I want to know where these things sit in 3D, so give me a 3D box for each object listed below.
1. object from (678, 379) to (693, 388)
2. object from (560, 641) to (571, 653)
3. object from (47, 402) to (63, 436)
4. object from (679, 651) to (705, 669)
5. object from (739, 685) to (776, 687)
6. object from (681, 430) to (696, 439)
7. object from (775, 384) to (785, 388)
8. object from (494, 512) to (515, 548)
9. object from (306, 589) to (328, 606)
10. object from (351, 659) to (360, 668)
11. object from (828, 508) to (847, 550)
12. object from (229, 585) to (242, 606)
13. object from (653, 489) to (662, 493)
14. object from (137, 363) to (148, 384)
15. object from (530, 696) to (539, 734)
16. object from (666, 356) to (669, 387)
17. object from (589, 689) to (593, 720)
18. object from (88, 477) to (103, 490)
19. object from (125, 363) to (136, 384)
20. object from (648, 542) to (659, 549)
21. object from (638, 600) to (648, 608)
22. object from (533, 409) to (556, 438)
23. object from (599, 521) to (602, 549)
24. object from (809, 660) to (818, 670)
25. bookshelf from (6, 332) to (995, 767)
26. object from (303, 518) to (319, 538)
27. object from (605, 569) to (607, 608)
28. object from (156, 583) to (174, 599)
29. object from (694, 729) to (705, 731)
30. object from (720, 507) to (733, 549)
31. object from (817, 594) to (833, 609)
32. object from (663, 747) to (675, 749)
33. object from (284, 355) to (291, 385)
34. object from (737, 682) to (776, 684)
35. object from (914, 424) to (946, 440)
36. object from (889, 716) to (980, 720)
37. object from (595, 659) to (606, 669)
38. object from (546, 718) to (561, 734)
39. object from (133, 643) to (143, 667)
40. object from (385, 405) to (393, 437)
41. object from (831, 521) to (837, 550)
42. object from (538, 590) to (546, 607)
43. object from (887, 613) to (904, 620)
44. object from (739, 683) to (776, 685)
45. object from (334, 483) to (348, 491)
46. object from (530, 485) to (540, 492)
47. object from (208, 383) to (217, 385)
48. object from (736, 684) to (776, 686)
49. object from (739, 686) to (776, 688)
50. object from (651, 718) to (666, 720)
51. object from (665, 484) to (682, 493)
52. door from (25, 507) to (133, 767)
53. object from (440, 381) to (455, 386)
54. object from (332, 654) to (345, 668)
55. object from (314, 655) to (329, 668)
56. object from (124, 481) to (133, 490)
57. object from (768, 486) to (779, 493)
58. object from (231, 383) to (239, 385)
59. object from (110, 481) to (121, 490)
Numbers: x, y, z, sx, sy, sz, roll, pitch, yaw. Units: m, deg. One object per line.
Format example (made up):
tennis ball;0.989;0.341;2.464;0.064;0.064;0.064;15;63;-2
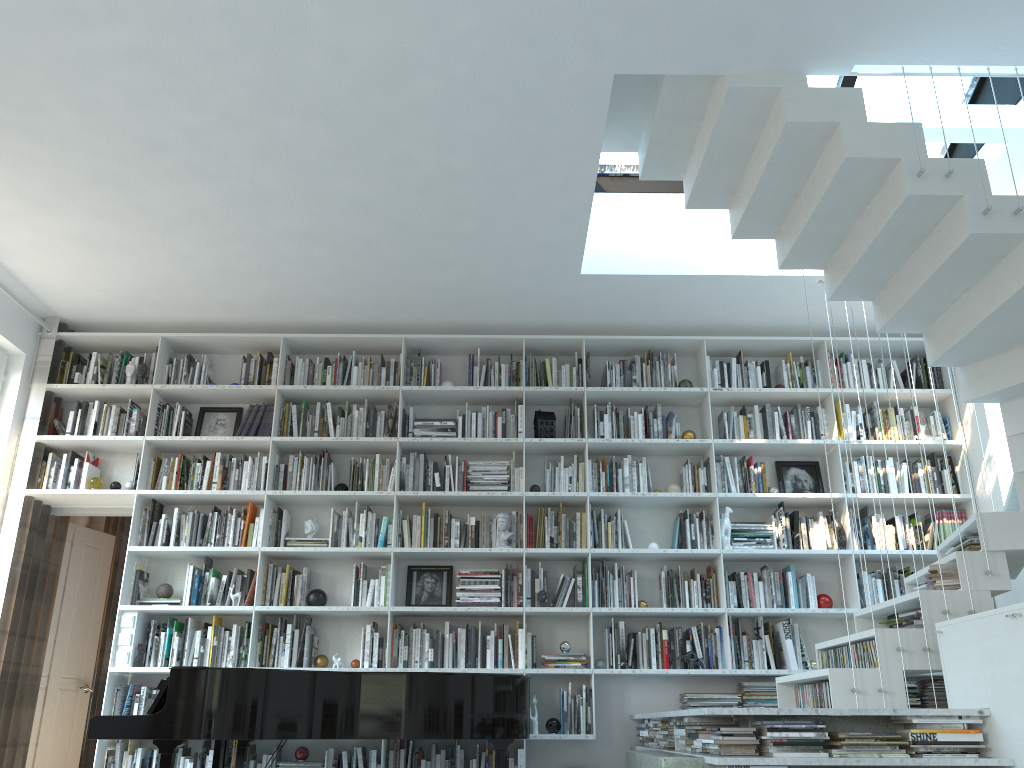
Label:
object;1.206;0.019;6.165;0.104;0.105;0.104;18;-27;-38
object;0.333;1.643;5.540;0.072;0.072;0.071;18;-27;-38
object;-3.161;0.278;6.123;0.035;0.294;0.177;0;-21;0
object;1.105;1.700;5.451;0.160;0.113;0.065;5;-21;-12
object;1.569;1.898;5.570;0.254;0.005;0.161;0;-21;0
object;1.205;0.365;6.041;0.100;0.101;0.101;9;-22;-21
object;1.861;0.038;6.162;0.072;0.072;0.071;18;-27;-38
object;-0.053;0.960;5.756;0.137;0.243;0.138;14;-25;-32
object;-1.256;1.388;5.712;0.134;0.134;0.134;18;-27;-38
object;-0.977;1.753;5.542;0.061;0.062;0.061;18;-27;-38
object;2.120;0.949;5.766;0.087;0.287;0.075;-13;-25;32
object;-1.745;1.333;5.580;0.082;0.139;0.044;6;-21;-15
object;0.975;0.742;5.960;0.068;0.068;0.068;9;-22;-21
object;-2.552;-0.052;6.110;0.067;0.197;0.068;-17;-27;39
object;0.135;1.999;5.365;0.053;0.224;0.046;-4;-21;11
object;1.091;-0.037;6.290;0.006;0.296;0.130;0;-21;0
object;0.488;2.006;5.426;0.011;0.259;0.142;0;-21;0
object;-2.783;0.666;5.925;0.087;0.087;0.087;18;-27;-38
object;-2.633;-0.052;6.110;0.067;0.197;0.068;-17;-27;39
object;0.926;1.074;5.811;0.072;0.072;0.071;18;-27;-38
object;0.838;1.430;5.714;0.072;0.072;0.071;18;-27;-38
object;0.225;0.296;6.075;0.135;0.247;0.136;4;-21;-10
object;0.579;1.029;5.882;0.013;0.207;0.140;0;-21;0
object;1.901;1.781;5.601;0.072;0.072;0.071;18;-27;-38
bookshelf;-0.133;1.184;5.752;6.297;3.129;0.331;0;-21;0
object;-1.337;0.963;5.893;0.095;0.156;0.121;-5;-21;13
object;0.606;1.350;5.779;0.007;0.265;0.135;0;-21;0
object;-2.240;1.341;5.722;0.105;0.106;0.105;9;-22;-21
object;0.893;1.519;3.892;0.142;0.006;0.204;1;-21;-2
object;1.389;0.938;5.744;0.087;0.287;0.075;-13;-25;32
object;2.007;1.412;5.716;0.115;0.116;0.115;9;-22;-21
object;0.880;1.870;4.557;0.145;0.010;0.267;2;-21;-4
object;-1.584;-0.045;6.275;0.012;0.284;0.160;0;-21;0
object;1.569;1.879;5.565;0.285;0.005;0.160;-1;-21;4
object;2.827;0.341;6.015;0.203;0.136;0.095;-6;-22;15
object;1.690;1.332;3.562;0.284;0.030;0.177;0;-21;0
object;0.557;1.767;5.580;0.072;0.072;0.071;18;-27;-38
object;0.250;2.069;5.364;0.094;0.094;0.094;18;-27;-38
object;-2.303;1.676;5.468;0.045;0.146;0.045;-15;-26;35
object;-0.825;0.263;6.008;0.075;0.253;0.075;8;-22;-20
object;2.121;1.033;5.883;0.022;0.211;0.179;0;-21;0
object;0.190;1.355;5.583;0.054;0.113;0.080;1;-21;-2
object;2.116;1.242;4.740;0.161;0.025;0.175;-1;-21;3
object;1.569;1.887;5.572;0.254;0.005;0.161;0;-21;1
object;-1.143;0.713;5.946;0.097;0.098;0.097;18;-27;-38
object;0.153;0.705;5.891;0.072;0.072;0.071;18;-27;-38
object;-2.096;0.033;6.201;0.082;0.083;0.083;9;-22;-21
object;1.569;1.893;5.572;0.285;0.005;0.160;0;-21;0
object;1.569;1.903;5.568;0.254;0.005;0.161;0;-21;0
object;0.873;1.842;4.875;0.159;0.007;0.286;1;-21;-3
object;1.090;0.731;5.990;0.112;0.112;0.112;9;-22;-21
door;-2.869;1.915;6.115;0.834;1.972;0.789;0;-21;0
object;-0.451;0.028;6.205;0.105;0.105;0.105;9;-22;-21
object;-1.081;1.729;5.525;0.060;0.094;0.078;-6;-22;15
object;-1.201;1.753;5.586;0.091;0.091;0.091;9;-22;-21
object;-2.561;0.684;5.950;0.071;0.072;0.072;9;-22;-21
object;1.748;0.734;5.965;0.092;0.092;0.092;18;-27;-38
object;-1.939;0.034;6.202;0.082;0.083;0.083;9;-22;-21
object;-2.667;0.691;5.968;0.071;0.072;0.072;9;-22;-21
